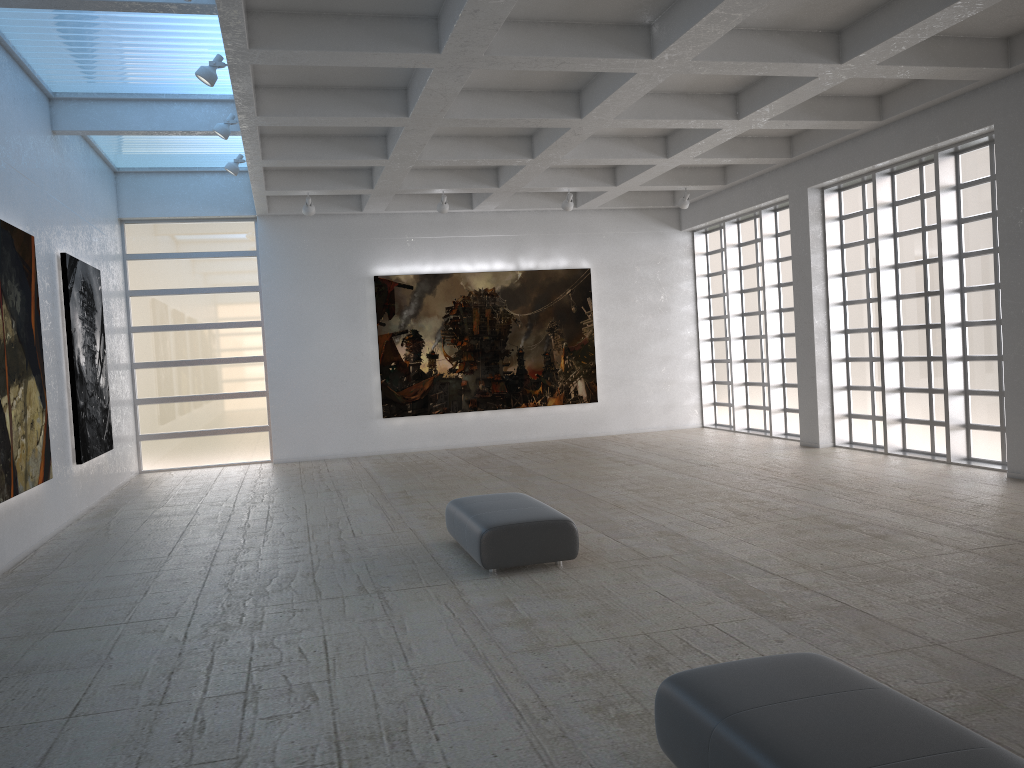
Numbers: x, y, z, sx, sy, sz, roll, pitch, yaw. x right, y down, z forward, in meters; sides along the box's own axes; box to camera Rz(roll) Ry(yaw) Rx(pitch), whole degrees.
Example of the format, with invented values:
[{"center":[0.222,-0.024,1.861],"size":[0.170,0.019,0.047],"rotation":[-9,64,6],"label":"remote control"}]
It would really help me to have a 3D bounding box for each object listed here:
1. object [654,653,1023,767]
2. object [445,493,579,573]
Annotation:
[{"center":[2.260,2.635,5.789],"size":[1.616,0.828,3.044],"rotation":[-4,2,-14],"label":"object"},{"center":[-0.089,2.448,15.012],"size":[1.616,0.828,3.044],"rotation":[-4,2,-14],"label":"object"}]
